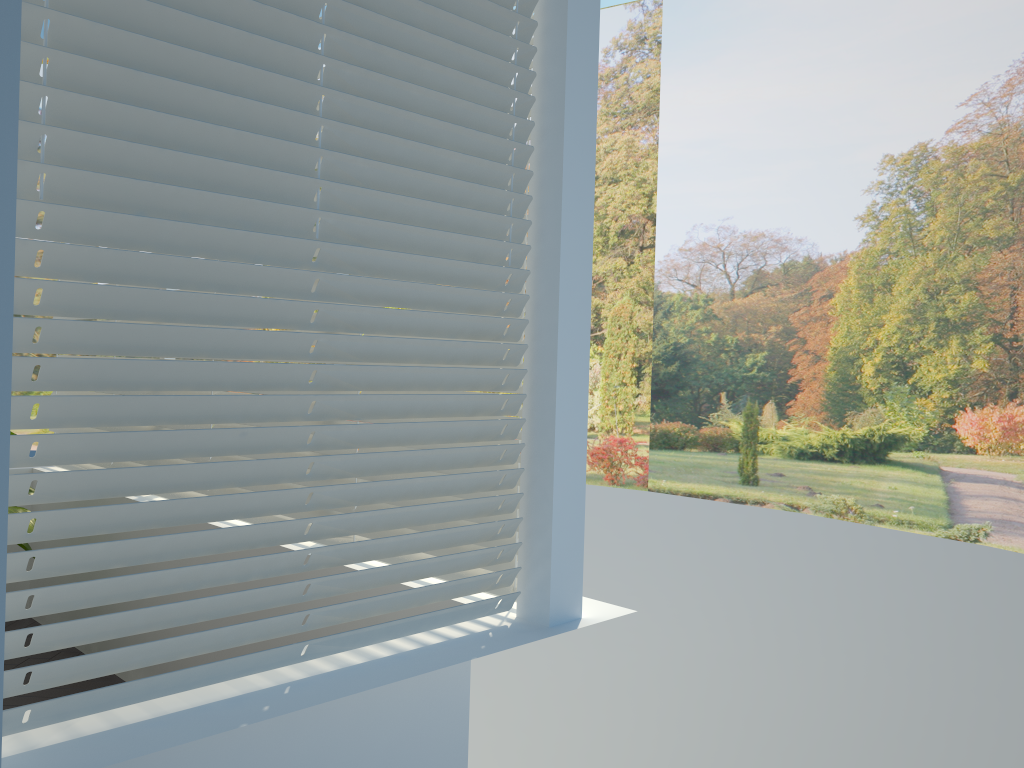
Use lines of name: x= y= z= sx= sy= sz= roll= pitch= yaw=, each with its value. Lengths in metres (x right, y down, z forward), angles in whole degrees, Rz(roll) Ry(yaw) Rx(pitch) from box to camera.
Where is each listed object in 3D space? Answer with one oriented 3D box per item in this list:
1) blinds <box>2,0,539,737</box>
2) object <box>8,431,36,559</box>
blinds: x=-1.068 y=-1.622 z=3.347 sx=1.219 sy=4.265 sz=3.919 roll=2 pitch=1 yaw=-26
object: x=-2.547 y=0.667 z=3.697 sx=1.121 sy=1.198 sz=1.026 roll=2 pitch=1 yaw=23
